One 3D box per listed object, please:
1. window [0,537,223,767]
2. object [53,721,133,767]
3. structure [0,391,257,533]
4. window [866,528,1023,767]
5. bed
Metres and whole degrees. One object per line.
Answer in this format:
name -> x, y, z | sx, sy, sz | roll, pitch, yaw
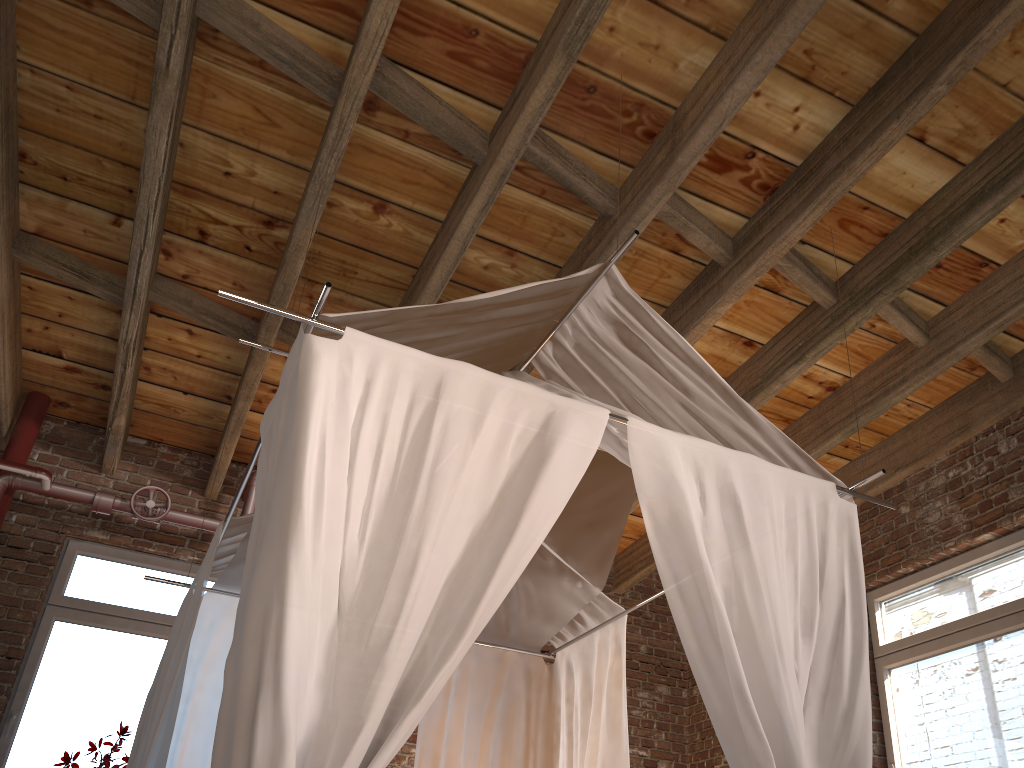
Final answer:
window -> -2.079, 1.818, 4.910 | 1.362, 1.784, 0.171 | 18, -33, -21
object -> -2.111, 2.095, 4.407 | 0.422, 0.810, 0.404 | 20, -34, -23
structure -> -2.530, 1.494, 4.343 | 2.025, 3.342, 0.589 | 18, -33, -21
window -> 2.302, 1.686, 4.324 | 0.173, 1.784, 1.347 | 16, -33, -18
bed -> -0.184, 0.788, 3.398 | 2.528, 3.746, 2.731 | 17, -33, -20
